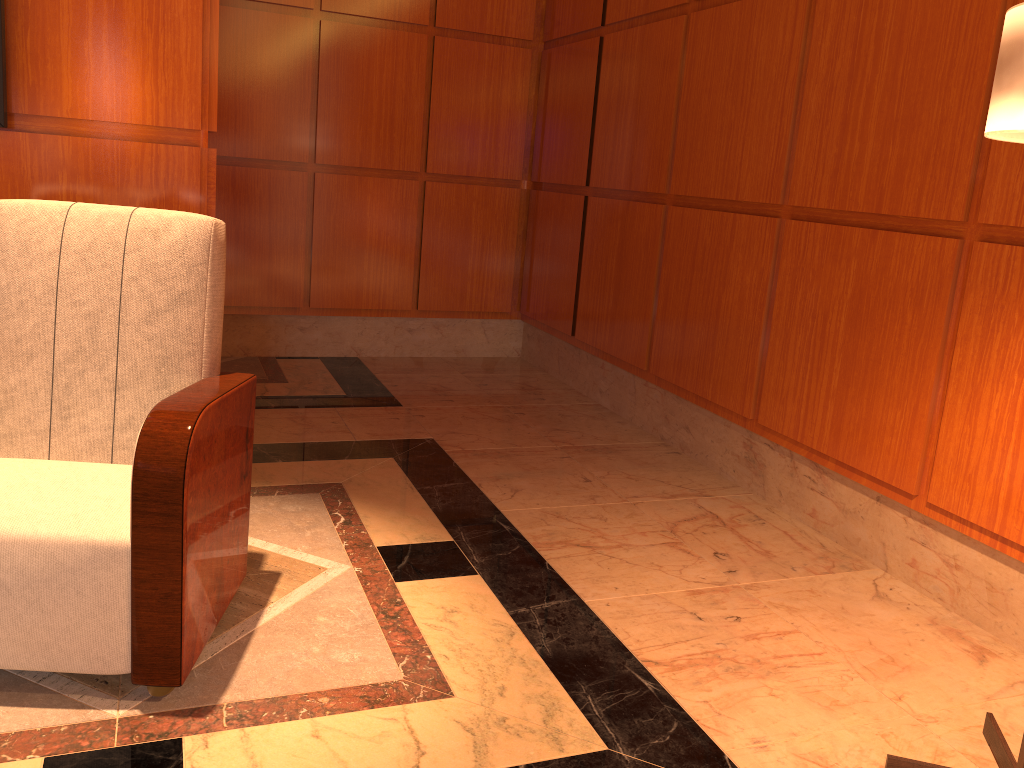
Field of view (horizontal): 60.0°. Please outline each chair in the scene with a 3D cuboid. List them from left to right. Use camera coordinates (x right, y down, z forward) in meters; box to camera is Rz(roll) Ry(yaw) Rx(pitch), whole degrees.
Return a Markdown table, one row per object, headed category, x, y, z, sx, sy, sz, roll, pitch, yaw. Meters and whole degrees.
| category | x | y | z | sx | sy | sz | roll | pitch | yaw |
| --- | --- | --- | --- | --- | --- | --- | --- | --- | --- |
| chair | -1.012 | 0.089 | 1.994 | 0.737 | 0.953 | 0.633 | 4 | 12 | -3 |

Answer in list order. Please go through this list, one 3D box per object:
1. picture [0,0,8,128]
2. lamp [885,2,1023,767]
| category | x | y | z | sx | sy | sz | roll | pitch | yaw |
| --- | --- | --- | --- | --- | --- | --- | --- | --- | --- |
| picture | -2.218 | -1.523 | 1.851 | 1.996 | 1.723 | 0.057 | 0 | 12 | -22 |
| lamp | 0.978 | 0.019 | 1.510 | 0.527 | 1.648 | 0.362 | -2 | 13 | -31 |
